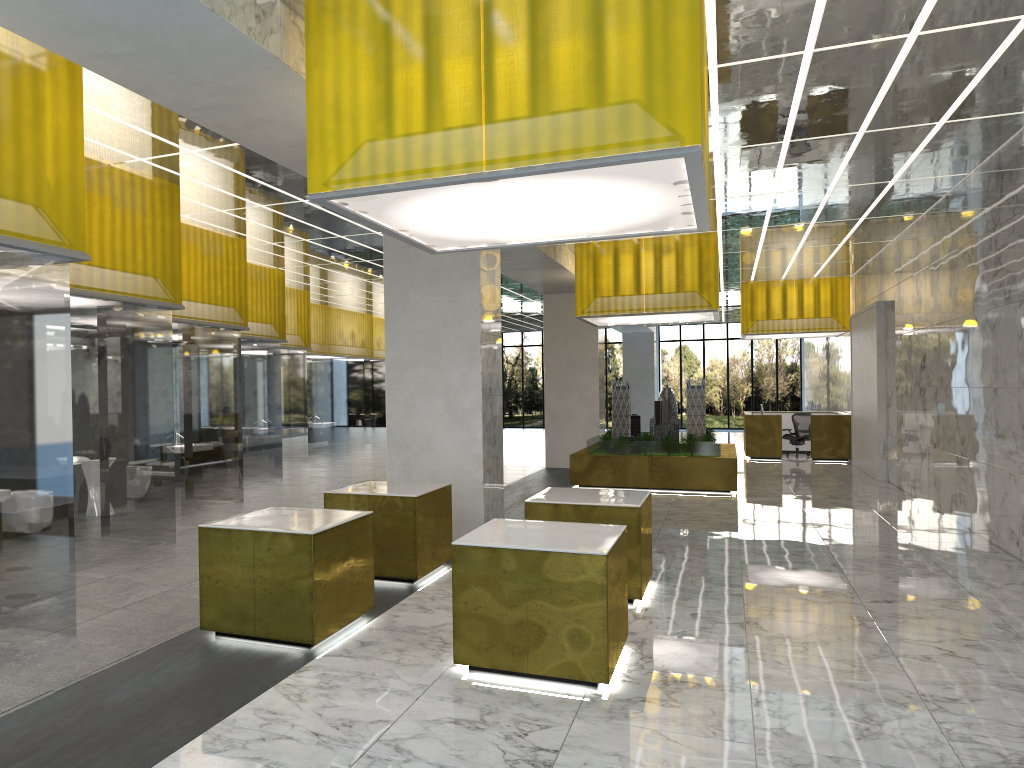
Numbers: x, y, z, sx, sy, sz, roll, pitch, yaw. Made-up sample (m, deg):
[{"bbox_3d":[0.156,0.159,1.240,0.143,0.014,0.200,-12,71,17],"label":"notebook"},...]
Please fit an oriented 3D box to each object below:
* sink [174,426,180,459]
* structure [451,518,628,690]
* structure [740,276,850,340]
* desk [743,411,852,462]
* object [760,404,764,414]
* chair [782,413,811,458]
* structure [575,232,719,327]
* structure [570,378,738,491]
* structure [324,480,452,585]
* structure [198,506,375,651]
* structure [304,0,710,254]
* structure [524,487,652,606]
[{"bbox_3d":[-8.832,1.659,23.073,0.898,1.053,1.355,-1,0,17],"label":"sink"},{"bbox_3d":[0.298,1.954,7.815,1.405,1.173,1.408,-1,0,19],"label":"structure"},{"bbox_3d":[9.569,-2.769,29.243,3.352,2.269,3.039,-1,0,19],"label":"structure"},{"bbox_3d":[9.673,1.744,29.246,3.311,1.508,3.397,-1,0,19],"label":"desk"},{"bbox_3d":[8.820,1.037,29.634,0.566,0.667,0.732,-1,0,18],"label":"object"},{"bbox_3d":[9.761,1.736,29.055,1.196,1.494,0.966,-1,0,43],"label":"chair"},{"bbox_3d":[3.426,-2.723,21.204,3.352,2.269,3.163,-1,0,19],"label":"structure"},{"bbox_3d":[3.836,1.161,22.420,3.980,2.571,5.026,-1,0,18],"label":"structure"},{"bbox_3d":[-1.660,1.996,11.658,1.405,1.173,1.408,-1,0,19],"label":"structure"},{"bbox_3d":[-2.331,1.994,8.981,1.405,1.173,1.408,-1,0,19],"label":"structure"},{"bbox_3d":[0.155,-2.736,8.169,3.351,2.269,3.163,-1,0,19],"label":"structure"},{"bbox_3d":[0.971,1.957,10.497,1.405,1.173,1.408,-1,0,19],"label":"structure"}]
